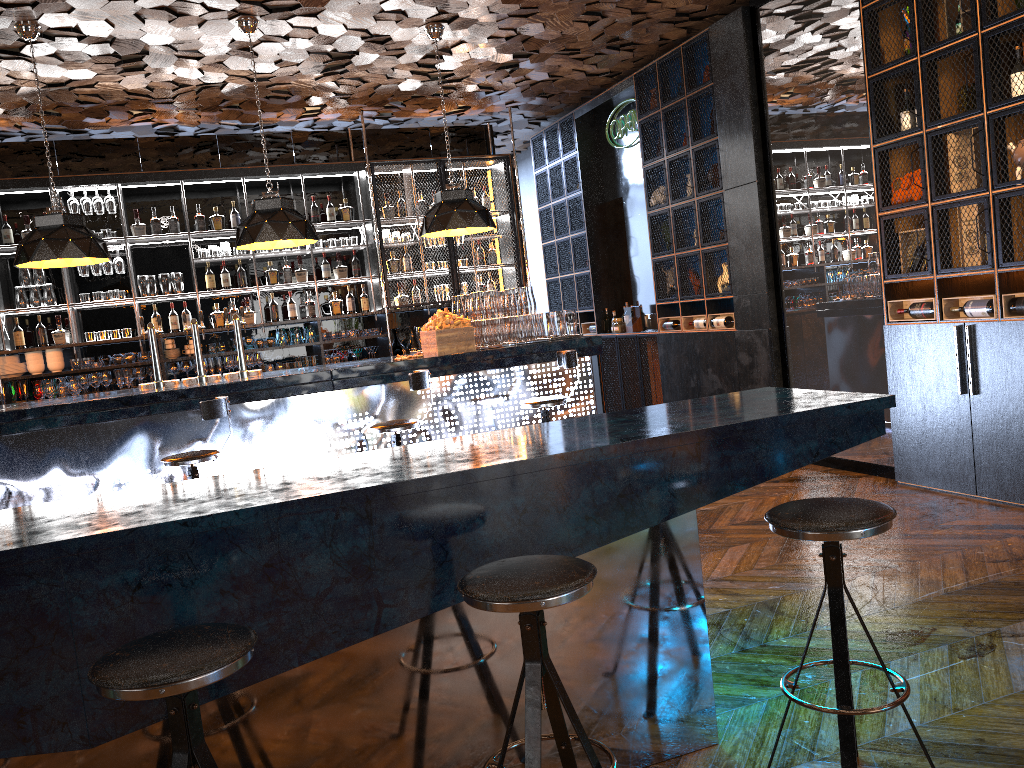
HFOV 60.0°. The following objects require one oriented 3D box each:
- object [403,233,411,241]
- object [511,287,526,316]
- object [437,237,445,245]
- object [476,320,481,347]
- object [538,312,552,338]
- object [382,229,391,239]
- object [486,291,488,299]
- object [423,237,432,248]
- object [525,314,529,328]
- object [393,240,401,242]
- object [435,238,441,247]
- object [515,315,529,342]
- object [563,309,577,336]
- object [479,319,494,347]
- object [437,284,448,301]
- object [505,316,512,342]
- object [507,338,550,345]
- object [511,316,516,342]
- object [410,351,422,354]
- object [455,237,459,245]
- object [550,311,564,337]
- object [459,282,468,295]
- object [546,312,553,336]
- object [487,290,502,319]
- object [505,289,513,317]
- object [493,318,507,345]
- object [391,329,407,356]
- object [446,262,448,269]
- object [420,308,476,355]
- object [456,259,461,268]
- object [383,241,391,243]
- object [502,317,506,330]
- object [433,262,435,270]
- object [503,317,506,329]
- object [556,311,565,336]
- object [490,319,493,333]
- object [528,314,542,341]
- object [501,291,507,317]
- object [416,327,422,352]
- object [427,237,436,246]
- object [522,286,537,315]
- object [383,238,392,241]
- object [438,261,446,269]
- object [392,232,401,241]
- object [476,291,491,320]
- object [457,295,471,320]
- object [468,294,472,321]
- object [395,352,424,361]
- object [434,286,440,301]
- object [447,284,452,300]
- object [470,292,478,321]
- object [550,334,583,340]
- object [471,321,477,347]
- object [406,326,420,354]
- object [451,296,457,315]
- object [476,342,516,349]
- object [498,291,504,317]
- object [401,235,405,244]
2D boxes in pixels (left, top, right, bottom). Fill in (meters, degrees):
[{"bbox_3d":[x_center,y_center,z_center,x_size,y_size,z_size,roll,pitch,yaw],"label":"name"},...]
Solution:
[{"bbox_3d":[-1.101,-1.535,9.290,0.089,0.092,0.089,-4,5,31],"label":"object"},{"bbox_3d":[0.044,-0.617,6.648,0.105,0.209,0.105,-6,5,5],"label":"object"},{"bbox_3d":[-0.751,-1.594,9.387,0.092,0.244,0.092,-9,5,-25],"label":"object"},{"bbox_3d":[-0.220,-0.374,6.609,0.105,0.209,0.105,-6,5,5],"label":"object"},{"bbox_3d":[0.262,-0.454,6.956,0.105,0.209,0.105,-6,5,5],"label":"object"},{"bbox_3d":[-1.302,-1.554,9.201,0.089,0.092,0.089,-6,5,6],"label":"object"},{"bbox_3d":[-0.163,-0.598,6.693,0.105,0.209,0.105,-6,5,5],"label":"object"},{"bbox_3d":[-0.910,-1.585,9.505,0.092,0.244,0.092,-9,5,-25],"label":"object"},{"bbox_3d":[0.140,-0.426,6.757,0.105,0.209,0.105,-6,5,5],"label":"object"},{"bbox_3d":[-1.208,-1.521,9.264,0.089,0.092,0.089,-6,5,6],"label":"object"},{"bbox_3d":[-0.808,-1.600,9.542,0.092,0.244,0.092,-9,5,-25],"label":"object"},{"bbox_3d":[0.069,-0.406,6.601,0.105,0.209,0.105,-6,5,5],"label":"object"},{"bbox_3d":[0.449,-0.460,6.768,0.105,0.209,0.105,-2,6,45],"label":"object"},{"bbox_3d":[-0.191,-0.368,6.497,0.105,0.209,0.105,-6,5,5],"label":"object"},{"bbox_3d":[-0.733,-0.949,9.420,0.105,0.209,0.105,-10,6,-35],"label":"object"},{"bbox_3d":[-0.001,-0.416,6.824,0.105,0.209,0.105,-6,5,5],"label":"object"},{"bbox_3d":[0.089,-0.323,6.759,0.273,0.019,0.437,-8,5,-20],"label":"object"},{"bbox_3d":[0.041,-0.411,6.713,0.105,0.209,0.105,-6,5,5],"label":"object"},{"bbox_3d":[-0.621,-0.259,6.970,0.273,0.019,0.437,-8,5,-20],"label":"object"},{"bbox_3d":[-0.619,-1.627,9.611,0.092,0.244,0.092,-9,5,-25],"label":"object"},{"bbox_3d":[0.345,-0.446,6.742,0.105,0.209,0.105,-2,6,45],"label":"object"},{"bbox_3d":[-0.521,-0.980,9.500,0.105,0.209,0.105,-10,6,-35],"label":"object"},{"bbox_3d":[0.283,-0.475,7.183,0.105,0.209,0.105,-2,6,45],"label":"object"},{"bbox_3d":[-0.133,-0.592,6.579,0.105,0.209,0.105,-6,5,5],"label":"object"},{"bbox_3d":[-0.005,-0.620,6.754,0.105,0.209,0.105,-6,5,5],"label":"object"},{"bbox_3d":[-0.092,-0.383,6.547,0.105,0.209,0.105,-6,5,5],"label":"object"},{"bbox_3d":[-1.207,-0.421,9.270,0.186,0.307,0.186,-8,5,-14],"label":"object"},{"bbox_3d":[-0.719,-1.275,9.599,0.089,0.092,0.089,-11,6,-44],"label":"object"},{"bbox_3d":[-0.469,-0.394,6.525,0.340,0.332,0.464,-8,5,-17],"label":"object"},{"bbox_3d":[-0.591,-1.279,9.462,0.089,0.092,0.089,-10,6,-35],"label":"object"},{"bbox_3d":[-1.297,-1.506,9.205,0.089,0.092,0.089,-6,5,6],"label":"object"},{"bbox_3d":[-0.097,-0.420,7.017,0.105,0.209,0.105,-6,5,5],"label":"object"},{"bbox_3d":[-0.868,-1.248,9.473,0.089,0.092,0.089,-3,6,37],"label":"object"},{"bbox_3d":[-0.027,-0.441,7.173,0.105,0.209,0.105,-6,5,5],"label":"object"},{"bbox_3d":[0.362,-0.458,6.864,0.105,0.209,0.105,-6,5,5],"label":"object"},{"bbox_3d":[-0.120,-0.388,6.653,0.105,0.209,0.105,-6,5,5],"label":"object"},{"bbox_3d":[0.168,-0.421,6.651,0.105,0.209,0.105,-6,5,5],"label":"object"},{"bbox_3d":[-0.040,-0.644,7.098,0.105,0.209,0.105,-6,5,5],"label":"object"},{"bbox_3d":[-0.705,-0.353,7.059,0.105,0.209,0.105,-6,5,5],"label":"object"},{"bbox_3d":[-0.853,-1.579,9.350,0.092,0.244,0.092,-9,5,-25],"label":"object"},{"bbox_3d":[0.127,-0.630,6.683,0.105,0.209,0.105,-6,5,5],"label":"object"},{"bbox_3d":[-1.299,-1.528,9.203,0.089,0.092,0.089,-6,5,6],"label":"object"},{"bbox_3d":[-0.746,-1.262,9.471,0.089,0.092,0.089,-8,5,-19],"label":"object"},{"bbox_3d":[-1.210,-1.541,9.262,0.089,0.092,0.089,-6,5,6],"label":"object"},{"bbox_3d":[-0.217,-0.580,6.544,0.105,0.209,0.105,-6,5,5],"label":"object"},{"bbox_3d":[-0.383,-0.594,6.959,0.105,0.209,0.105,-6,5,5],"label":"object"},{"bbox_3d":[-0.300,-0.606,6.994,0.105,0.209,0.105,-6,5,5],"label":"object"},{"bbox_3d":[-0.745,-0.194,6.327,0.198,0.045,0.377,-5,5,18],"label":"object"},{"bbox_3d":[-0.780,-0.952,9.525,0.105,0.209,0.105,-10,6,-35],"label":"object"},{"bbox_3d":[-0.643,-0.967,9.519,0.105,0.209,0.105,-10,6,-35],"label":"object"},{"bbox_3d":[-0.266,-0.582,6.650,0.105,0.209,0.105,-6,5,5],"label":"object"},{"bbox_3d":[0.346,-0.360,6.867,0.273,0.019,0.437,-8,5,-20],"label":"object"},{"bbox_3d":[-0.261,-0.378,6.720,0.105,0.209,0.105,-6,5,5],"label":"object"},{"bbox_3d":[-1.042,-0.447,9.330,0.170,0.313,0.170,-9,5,-25],"label":"object"},{"bbox_3d":[-0.432,-0.597,7.065,0.105,0.209,0.105,-6,5,5],"label":"object"},{"bbox_3d":[-0.171,-0.285,6.655,0.273,0.019,0.437,-8,5,-20],"label":"object"},{"bbox_3d":[-0.123,-0.632,7.063,0.105,0.209,0.105,-6,5,5],"label":"object"},{"bbox_3d":[-1.136,-1.544,9.451,0.089,0.092,0.089,-6,5,6],"label":"object"}]
